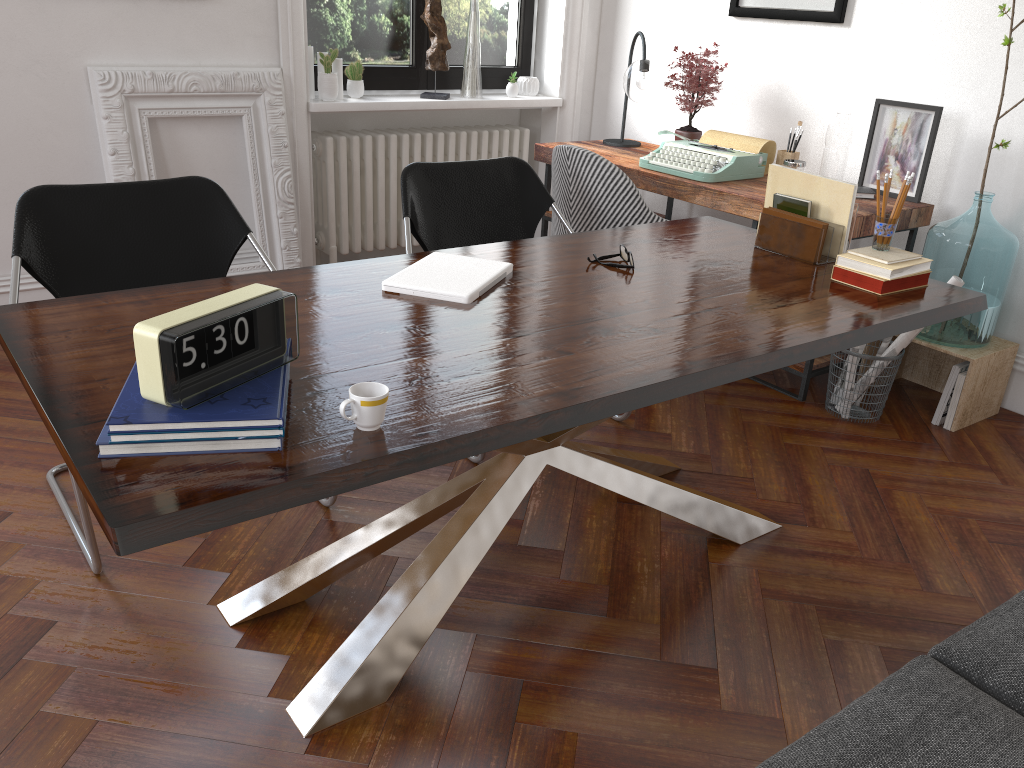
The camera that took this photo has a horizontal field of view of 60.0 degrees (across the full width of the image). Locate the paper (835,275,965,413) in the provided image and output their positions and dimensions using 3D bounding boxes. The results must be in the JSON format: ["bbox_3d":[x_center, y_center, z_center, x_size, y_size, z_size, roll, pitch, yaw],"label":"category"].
[{"bbox_3d":[1.421,-0.131,3.280,0.329,0.614,0.046,18,28,29],"label":"paper"}]

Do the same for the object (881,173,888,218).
[{"bbox_3d":[1.002,-0.470,2.389,0.049,0.194,0.008,-12,28,-30],"label":"object"}]

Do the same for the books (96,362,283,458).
[{"bbox_3d":[-0.515,0.026,1.484,0.264,0.027,0.344,-2,24,-12],"label":"books"}]

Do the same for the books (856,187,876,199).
[{"bbox_3d":[1.368,-0.792,3.641,0.213,0.031,0.128,3,23,0],"label":"books"}]

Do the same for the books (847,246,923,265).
[{"bbox_3d":[1.017,-0.354,2.419,0.159,0.008,0.127,-13,28,-33],"label":"books"}]

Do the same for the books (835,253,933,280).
[{"bbox_3d":[1.013,-0.331,2.413,0.207,0.029,0.163,-15,29,-36],"label":"books"}]

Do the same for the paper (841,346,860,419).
[{"bbox_3d":[1.286,-0.086,3.345,0.073,0.482,0.033,3,24,-1],"label":"paper"}]

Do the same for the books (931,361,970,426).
[{"bbox_3d":[1.717,0.030,3.413,0.187,0.260,0.054,-13,29,-33],"label":"books"}]

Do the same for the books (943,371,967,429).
[{"bbox_3d":[1.728,0.054,3.392,0.169,0.234,0.012,-14,29,-34],"label":"books"}]

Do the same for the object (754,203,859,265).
[{"bbox_3d":[0.875,-0.472,2.647,0.149,0.168,0.227,-14,29,-34],"label":"object"}]

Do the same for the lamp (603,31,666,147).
[{"bbox_3d":[0.610,-1.454,4.403,0.207,0.554,0.438,-3,25,-13],"label":"lamp"}]

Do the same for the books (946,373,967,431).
[{"bbox_3d":[1.736,0.058,3.382,0.169,0.234,0.012,-14,29,-34],"label":"books"}]

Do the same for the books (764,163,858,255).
[{"bbox_3d":[0.887,-0.518,2.670,0.043,0.241,0.308,-14,29,-34],"label":"books"}]

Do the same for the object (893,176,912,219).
[{"bbox_3d":[1.034,-0.464,2.380,0.008,0.194,0.049,-2,25,-13],"label":"object"}]

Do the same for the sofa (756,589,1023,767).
[{"bbox_3d":[1.126,0.688,1.189,2.638,0.835,1.255,-14,29,-34],"label":"sofa"}]

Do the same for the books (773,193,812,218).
[{"bbox_3d":[0.839,-0.486,2.675,0.040,0.158,0.128,-14,29,-34],"label":"books"}]

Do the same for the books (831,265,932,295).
[{"bbox_3d":[1.007,-0.296,2.418,0.215,0.040,0.158,-12,28,-32],"label":"books"}]

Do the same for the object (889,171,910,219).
[{"bbox_3d":[1.046,-0.482,2.419,0.038,0.196,0.008,-1,25,-10],"label":"object"}]

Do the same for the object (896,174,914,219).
[{"bbox_3d":[1.045,-0.469,2.388,0.008,0.196,0.036,-8,26,-23],"label":"object"}]

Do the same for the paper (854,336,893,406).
[{"bbox_3d":[1.426,-0.085,3.469,0.126,0.391,0.025,-3,25,-14],"label":"paper"}]

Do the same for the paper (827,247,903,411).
[{"bbox_3d":[1.377,-0.211,3.460,0.293,0.631,0.047,-19,32,-40],"label":"paper"}]

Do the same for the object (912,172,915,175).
[{"bbox_3d":[1.051,-0.477,2.410,0.044,0.195,0.008,0,24,-7],"label":"object"}]

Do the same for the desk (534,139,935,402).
[{"bbox_3d":[0.885,-0.621,4.180,0.646,0.764,1.788,-14,29,-34],"label":"desk"}]

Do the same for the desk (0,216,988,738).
[{"bbox_3d":[0.064,0.144,2.277,2.221,0.757,1.024,-14,29,-34],"label":"desk"}]

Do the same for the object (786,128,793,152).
[{"bbox_3d":[1.224,-1.030,3.943,0.008,0.209,0.054,11,25,16],"label":"object"}]

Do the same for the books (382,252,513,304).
[{"bbox_3d":[-0.153,-0.270,2.227,0.230,0.026,0.323,11,24,16],"label":"books"}]

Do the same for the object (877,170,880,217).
[{"bbox_3d":[0.998,-0.481,2.413,0.049,0.194,0.008,13,26,20],"label":"object"}]

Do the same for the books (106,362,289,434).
[{"bbox_3d":[-0.499,-0.007,1.463,0.250,0.017,0.341,-2,24,-12],"label":"books"}]

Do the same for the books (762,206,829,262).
[{"bbox_3d":[0.826,-0.442,2.628,0.028,0.126,0.220,-14,29,-34],"label":"books"}]

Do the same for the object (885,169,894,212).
[{"bbox_3d":[1.021,-0.488,2.427,0.008,0.197,0.032,6,24,6],"label":"object"}]

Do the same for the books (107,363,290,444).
[{"bbox_3d":[-0.500,0.009,1.470,0.250,0.017,0.341,-2,24,-12],"label":"books"}]
